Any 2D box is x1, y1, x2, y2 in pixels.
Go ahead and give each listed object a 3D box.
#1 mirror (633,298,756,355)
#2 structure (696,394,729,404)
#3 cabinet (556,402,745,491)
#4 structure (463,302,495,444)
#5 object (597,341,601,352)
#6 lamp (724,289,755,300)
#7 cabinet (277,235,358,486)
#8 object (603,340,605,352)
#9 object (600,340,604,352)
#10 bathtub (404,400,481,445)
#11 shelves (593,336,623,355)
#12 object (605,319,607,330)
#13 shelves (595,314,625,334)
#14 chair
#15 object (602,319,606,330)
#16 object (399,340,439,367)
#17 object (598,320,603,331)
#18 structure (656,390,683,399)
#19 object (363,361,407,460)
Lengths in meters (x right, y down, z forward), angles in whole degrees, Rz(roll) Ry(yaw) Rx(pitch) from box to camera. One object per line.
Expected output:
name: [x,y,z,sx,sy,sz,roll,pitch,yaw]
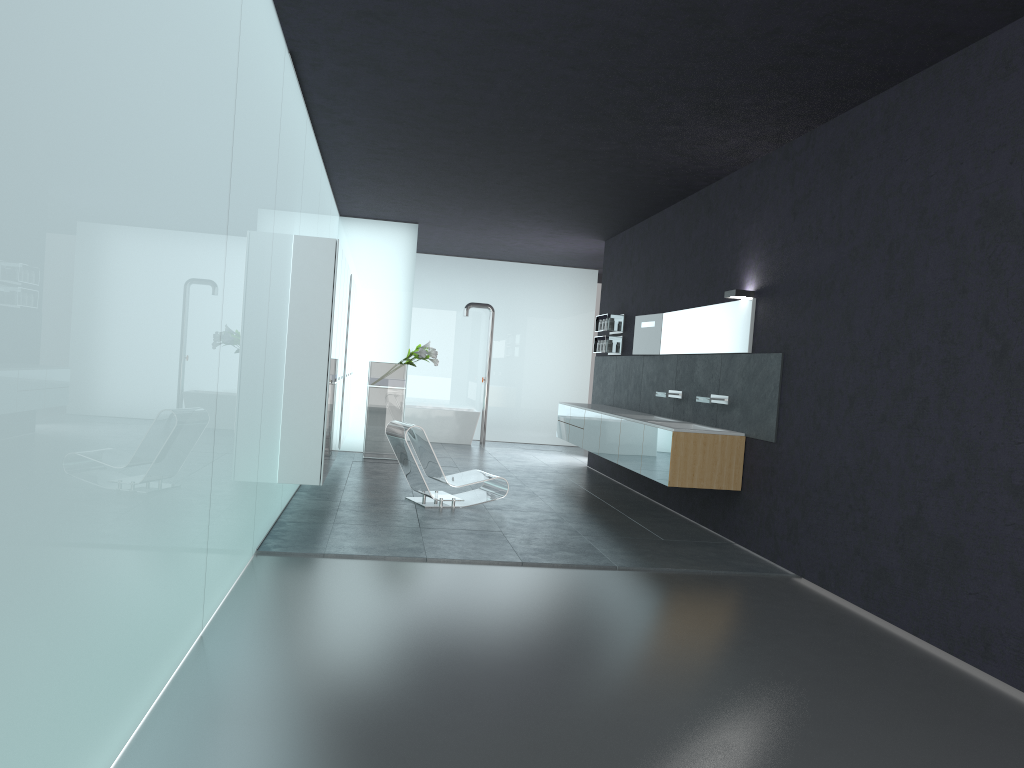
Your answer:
mirror: [2.048,-0.616,10.423,0.109,0.533,3.719,4,1,-10]
structure: [2.081,0.154,9.254,0.186,0.088,0.481,4,1,-8]
cabinet: [1.479,0.656,11.289,0.734,0.557,5.578,4,1,-8]
structure: [-0.748,-0.190,17.782,0.643,2.874,0.123,4,2,-9]
object: [1.385,-0.587,13.928,0.096,0.184,0.067,4,2,-17]
lamp: [2.243,-0.883,8.747,0.198,0.066,0.276,4,1,-8]
cabinet: [-2.249,-0.282,10.885,0.398,2.217,5.999,4,1,-8]
object: [1.442,-0.576,13.530,0.096,0.184,0.067,4,2,-10]
object: [1.415,-0.581,13.716,0.096,0.184,0.067,4,2,1]
bathtub: [-1.668,0.698,17.695,1.978,0.859,0.959,4,1,-8]
shelves: [1.475,-0.599,13.657,0.265,0.285,0.769,4,1,-8]
object: [1.467,-0.903,13.518,0.096,0.184,0.067,4,2,-10]
shelves: [1.499,-0.926,13.645,0.265,0.285,0.769,4,1,-8]
chair: [-0.719,0.883,9.804,1.262,0.871,0.628,4,2,-27]
object: [1.440,-0.908,13.704,0.096,0.184,0.067,4,2,1]
object: [-1.645,-0.333,13.819,1.024,0.780,0.973,4,1,-16]
object: [1.409,-0.914,13.916,0.096,0.184,0.067,4,2,-17]
structure: [1.879,0.117,10.656,0.186,0.088,0.481,4,1,-8]
object: [-1.998,0.410,13.957,0.585,1.492,0.574,4,2,-8]
